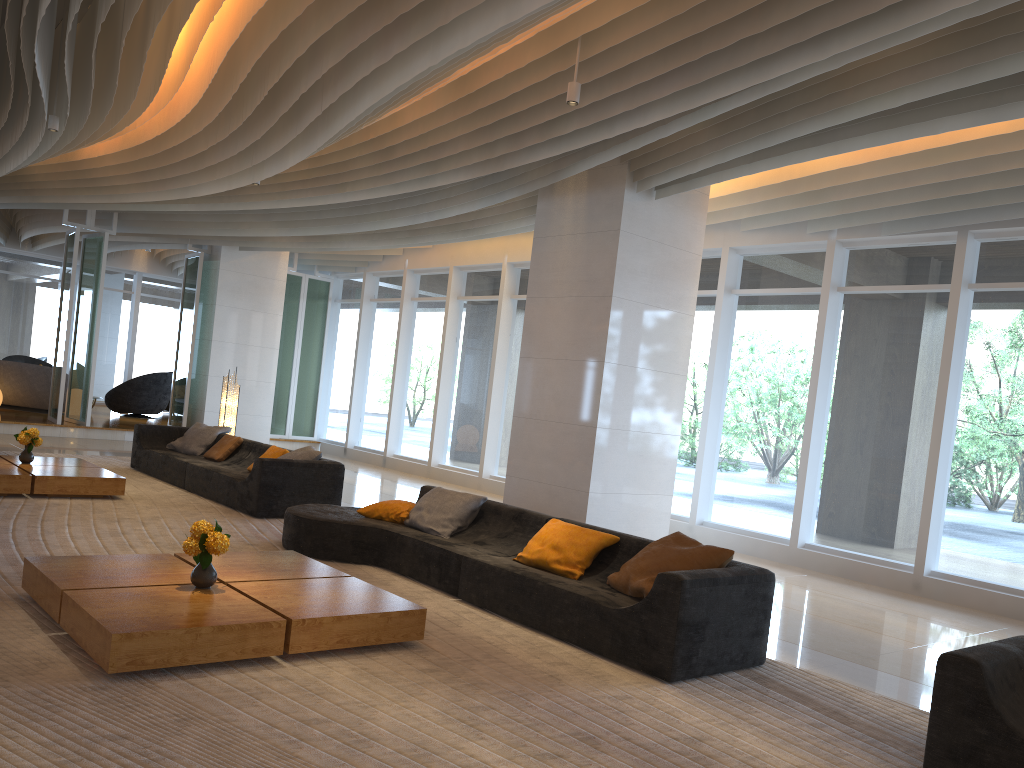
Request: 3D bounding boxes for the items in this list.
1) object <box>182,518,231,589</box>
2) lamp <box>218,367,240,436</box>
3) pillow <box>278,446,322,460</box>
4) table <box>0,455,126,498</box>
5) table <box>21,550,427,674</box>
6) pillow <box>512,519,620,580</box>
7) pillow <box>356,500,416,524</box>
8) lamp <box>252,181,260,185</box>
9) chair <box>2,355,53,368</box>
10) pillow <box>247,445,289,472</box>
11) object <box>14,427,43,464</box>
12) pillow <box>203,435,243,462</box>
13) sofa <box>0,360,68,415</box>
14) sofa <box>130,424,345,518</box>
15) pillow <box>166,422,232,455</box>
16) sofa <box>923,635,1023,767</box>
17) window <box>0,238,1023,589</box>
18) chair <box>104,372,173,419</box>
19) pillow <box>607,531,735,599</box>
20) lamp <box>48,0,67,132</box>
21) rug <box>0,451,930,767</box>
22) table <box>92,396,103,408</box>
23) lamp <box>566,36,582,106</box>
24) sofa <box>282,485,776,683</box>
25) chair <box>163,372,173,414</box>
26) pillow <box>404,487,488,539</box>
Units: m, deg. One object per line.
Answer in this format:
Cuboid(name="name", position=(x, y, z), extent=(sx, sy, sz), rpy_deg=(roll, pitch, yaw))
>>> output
Cuboid(name="object", position=(-1.612, 0.888, 4.670), extent=(0.239, 0.377, 0.262), rpy_deg=(6, 1, -19))
Cuboid(name="lamp", position=(-3.929, 0.476, 12.265), extent=(0.255, 1.452, 0.245), rpy_deg=(5, 2, -41))
Cuboid(name="pillow", position=(-2.293, 0.831, 9.224), extent=(0.554, 0.378, 0.630), rpy_deg=(7, 0, -19))
Cuboid(name="table", position=(-4.883, 0.896, 8.680), extent=(1.633, 0.220, 1.567), rpy_deg=(8, -2, -41))
Cuboid(name="table", position=(-1.592, 1.195, 4.856), extent=(1.633, 0.220, 1.567), rpy_deg=(8, -2, -41))
Cuboid(name="pillow", position=(0.342, 1.146, 6.027), extent=(0.459, 0.394, 0.624), rpy_deg=(7, 0, -42))
Cuboid(name="pillow", position=(-0.983, 1.059, 7.394), extent=(0.444, 0.193, 0.591), rpy_deg=(6, -1, 14))
Cuboid(name="lamp", position=(-2.802, -2.998, 9.968), extent=(0.089, 1.508, 0.089), rpy_deg=(7, 2, 4))
Cuboid(name="chair", position=(-9.930, -0.057, 18.576), extent=(1.115, 1.006, 1.545), rpy_deg=(7, 0, 32))
Cuboid(name="pillow", position=(-2.636, 0.827, 9.595), extent=(0.328, 0.312, 0.399), rpy_deg=(6, 0, -39))
Cuboid(name="object", position=(-4.837, 0.605, 8.874), extent=(0.238, 0.377, 0.264), rpy_deg=(6, 1, -9))
Cuboid(name="pillow", position=(-3.419, 0.756, 10.505), extent=(0.328, 0.312, 0.399), rpy_deg=(6, 0, -43))
Cuboid(name="sofa", position=(-9.241, 0.035, 16.703), extent=(2.547, 0.902, 1.115), rpy_deg=(6, 0, 8))
Cuboid(name="sofa", position=(-3.242, 0.933, 10.097), extent=(0.961, 0.583, 3.698), rpy_deg=(7, -1, -41))
Cuboid(name="pillow", position=(-3.941, 0.681, 11.139), extent=(0.628, 0.378, 0.556), rpy_deg=(6, 0, 27))
Cuboid(name="sofa", position=(3.341, 1.530, 2.400), extent=(1.363, 0.583, 4.101), rpy_deg=(7, -1, -34))
Cuboid(name="window", position=(0.331, -0.223, 9.383), extent=(53.932, 3.224, 22.350), rpy_deg=(6, -1, 14))
Cuboid(name="chair", position=(-7.749, 0.196, 18.538), extent=(1.120, 1.006, 1.538), rpy_deg=(7, 0, 22))
Cuboid(name="pillow", position=(0.958, 1.126, 5.447), extent=(0.554, 0.378, 0.630), rpy_deg=(7, 0, -19))
Cuboid(name="lamp", position=(-4.372, -3.210, 8.588), extent=(0.089, 1.508, 0.089), rpy_deg=(7, 2, 4))
Cuboid(name="rug", position=(-1.810, 1.289, 5.101), extent=(5.624, 0.022, 15.882), rpy_deg=(8, -2, -41))
Cuboid(name="table", position=(-8.936, 0.398, 18.234), extent=(0.807, 0.319, 1.094), rpy_deg=(6, -1, 21))
Cuboid(name="lamp", position=(0.506, -2.697, 6.141), extent=(0.087, 1.508, 0.091), rpy_deg=(8, 2, 40))
Cuboid(name="sofa", position=(-0.232, 1.201, 6.336), extent=(1.379, 0.583, 4.057), rpy_deg=(7, -1, -42))
Cuboid(name="chair", position=(-7.973, 0.234, 21.485), extent=(1.544, 1.007, 1.116), rpy_deg=(7, 0, -28))
Cuboid(name="pillow", position=(-0.563, 1.046, 7.077), extent=(0.471, 0.417, 0.651), rpy_deg=(7, 0, -41))
